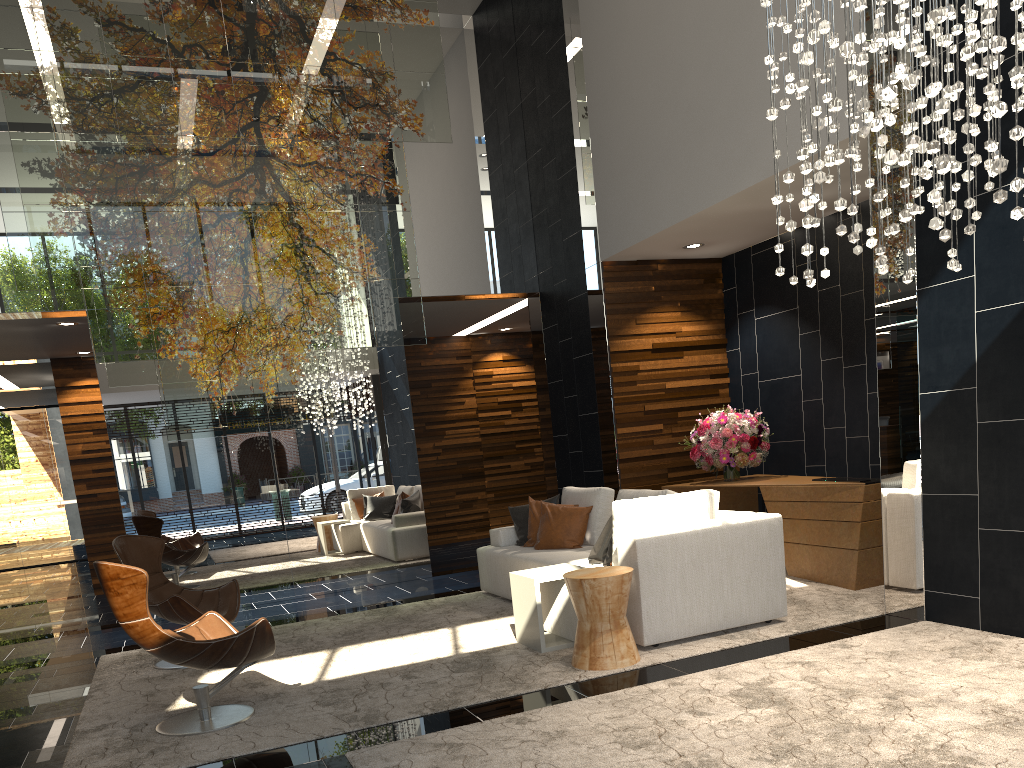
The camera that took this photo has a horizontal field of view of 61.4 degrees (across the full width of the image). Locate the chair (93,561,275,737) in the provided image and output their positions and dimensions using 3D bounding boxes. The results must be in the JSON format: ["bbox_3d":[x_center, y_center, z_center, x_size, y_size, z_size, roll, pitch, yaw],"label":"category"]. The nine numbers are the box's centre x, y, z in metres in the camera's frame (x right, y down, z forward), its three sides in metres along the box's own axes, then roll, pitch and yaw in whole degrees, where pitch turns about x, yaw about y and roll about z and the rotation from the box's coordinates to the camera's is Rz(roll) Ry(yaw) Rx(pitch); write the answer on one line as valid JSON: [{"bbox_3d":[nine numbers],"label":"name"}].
[{"bbox_3d":[-1.616,1.297,4.430,0.678,0.950,0.768,-2,5,36],"label":"chair"}]

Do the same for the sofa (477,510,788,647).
[{"bbox_3d":[0.566,1.320,6.364,1.277,0.694,2.842,-6,-3,-22],"label":"sofa"}]

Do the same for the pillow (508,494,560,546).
[{"bbox_3d":[0.203,1.137,7.178,0.558,0.424,0.247,-6,5,26],"label":"pillow"}]

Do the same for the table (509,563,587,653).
[{"bbox_3d":[0.266,1.401,5.428,0.396,0.476,0.396,-8,4,-22],"label":"table"}]

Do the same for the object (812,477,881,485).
[{"bbox_3d":[2.503,0.709,6.358,0.240,0.027,0.705,-5,-4,-12],"label":"object"}]

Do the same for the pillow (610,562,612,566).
[{"bbox_3d":[0.816,0.974,5.479,0.513,0.423,0.265,-7,5,-26],"label":"pillow"}]

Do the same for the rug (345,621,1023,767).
[{"bbox_3d":[1.272,1.386,3.347,3.382,0.006,2.329,-5,-4,-22],"label":"rug"}]

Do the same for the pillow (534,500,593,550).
[{"bbox_3d":[0.382,1.112,6.780,0.523,0.422,0.261,-5,5,39],"label":"pillow"}]

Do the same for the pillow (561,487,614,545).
[{"bbox_3d":[0.583,1.059,6.975,0.244,0.459,0.716,-9,1,-23],"label":"pillow"}]

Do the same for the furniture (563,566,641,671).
[{"bbox_3d":[0.504,1.307,4.832,0.394,0.533,0.382,-5,5,13],"label":"furniture"}]

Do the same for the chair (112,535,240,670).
[{"bbox_3d":[-2.323,1.480,5.958,0.790,0.951,0.658,-6,5,6],"label":"chair"}]

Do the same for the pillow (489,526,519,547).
[{"bbox_3d":[0.120,1.289,7.454,0.616,0.155,0.239,-5,-1,-26],"label":"pillow"}]

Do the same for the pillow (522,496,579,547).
[{"bbox_3d":[0.305,1.110,6.986,0.553,0.440,0.236,-5,6,33],"label":"pillow"}]

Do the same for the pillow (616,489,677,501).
[{"bbox_3d":[0.918,0.972,6.148,0.287,0.444,0.716,-8,1,-22],"label":"pillow"}]

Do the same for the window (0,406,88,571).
[{"bbox_3d":[-9.346,1.928,15.208,3.916,2.906,0.058,-6,9,-21],"label":"window"}]

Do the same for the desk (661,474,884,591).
[{"bbox_3d":[2.280,1.167,7.135,0.979,0.761,2.236,-6,-2,-22],"label":"desk"}]

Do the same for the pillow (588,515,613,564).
[{"bbox_3d":[0.706,1.027,5.845,0.301,0.372,0.494,-4,2,28],"label":"pillow"}]

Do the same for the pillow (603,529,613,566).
[{"bbox_3d":[0.782,1.005,5.680,0.256,0.423,0.542,-2,3,36],"label":"pillow"}]

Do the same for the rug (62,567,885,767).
[{"bbox_3d":[0.166,1.704,6.188,5.841,0.006,3.203,-5,-4,-21],"label":"rug"}]

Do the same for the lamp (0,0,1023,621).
[{"bbox_3d":[-7.501,-46.215,0.813,399.694,116.366,393.630,-6,-3,4],"label":"lamp"}]

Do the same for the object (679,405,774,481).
[{"bbox_3d":[1.919,0.519,7.609,0.680,0.691,0.658,-8,3,-31],"label":"object"}]

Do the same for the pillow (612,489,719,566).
[{"bbox_3d":[0.948,0.906,5.319,0.705,0.470,0.214,-6,7,-20],"label":"pillow"}]
